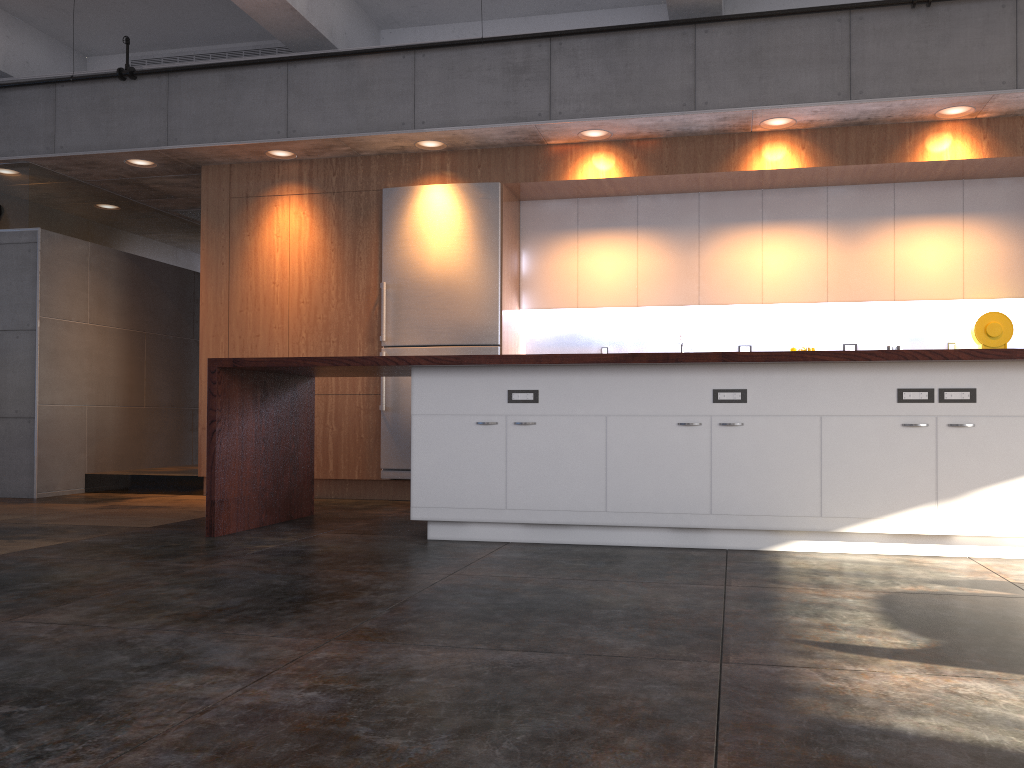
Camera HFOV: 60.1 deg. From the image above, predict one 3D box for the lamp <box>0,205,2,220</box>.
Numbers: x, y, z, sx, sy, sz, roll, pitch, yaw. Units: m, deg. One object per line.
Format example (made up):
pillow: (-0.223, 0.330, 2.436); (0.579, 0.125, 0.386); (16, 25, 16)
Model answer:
lamp: (-4.251, -1.357, 7.218); (0.172, 0.258, 0.211); (0, -2, -5)

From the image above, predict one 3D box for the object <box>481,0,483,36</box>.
object: (2.209, -0.217, 6.680); (0.052, 0.053, 0.062); (2, -2, -39)

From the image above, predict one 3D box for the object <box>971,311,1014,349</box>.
object: (3.460, -0.328, 6.367); (0.272, 0.381, 0.100); (0, -1, 12)

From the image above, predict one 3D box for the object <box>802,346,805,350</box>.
object: (-2.661, -1.312, 7.223); (9.862, 2.164, 0.059); (0, -1, 6)

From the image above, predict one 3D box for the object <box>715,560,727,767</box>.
object: (-0.981, 1.031, 6.176); (26.963, 0.001, 19.930); (0, -2, 13)

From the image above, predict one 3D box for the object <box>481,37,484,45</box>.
object: (2.260, -0.212, 6.706); (0.061, 0.053, 0.052); (0, -2, 20)

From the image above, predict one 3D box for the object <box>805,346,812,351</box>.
object: (2.224, -0.255, 6.648); (0.051, 0.060, 0.058); (-1, -2, 36)

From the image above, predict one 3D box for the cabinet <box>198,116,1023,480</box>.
cabinet: (1.656, -0.498, 7.595); (8.036, 2.561, 2.401); (0, -2, 12)

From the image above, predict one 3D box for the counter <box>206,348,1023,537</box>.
counter: (1.726, 0.352, 4.640); (6.597, 0.971, 1.152); (0, -2, 12)

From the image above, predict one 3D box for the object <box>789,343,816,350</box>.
object: (-3.529, 0.396, 9.526); (12.987, 1.214, 0.964); (-1, -2, 23)

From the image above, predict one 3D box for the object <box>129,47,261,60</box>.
object: (-0.620, -1.552, 7.403); (5.898, 2.866, 0.059); (0, -1, 13)

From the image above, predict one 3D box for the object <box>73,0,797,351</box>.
object: (2.148, -0.257, 6.756); (0.060, 0.059, 0.049); (2, -2, -42)

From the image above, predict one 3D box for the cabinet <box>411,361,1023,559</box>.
cabinet: (2.317, 0.378, 4.504); (5.599, 0.930, 0.930); (0, -2, 12)

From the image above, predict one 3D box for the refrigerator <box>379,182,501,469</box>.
refrigerator: (-0.546, -0.435, 6.881); (0.950, 2.190, 0.221); (0, -1, 9)

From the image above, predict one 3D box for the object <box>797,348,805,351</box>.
object: (-1.210, -1.304, 6.888); (6.851, 2.168, 0.053); (0, -1, 4)

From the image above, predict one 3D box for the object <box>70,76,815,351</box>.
object: (2.262, -0.258, 6.686); (0.053, 0.051, 0.063); (0, -2, 6)

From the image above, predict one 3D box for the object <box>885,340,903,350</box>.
object: (2.912, -0.235, 6.752); (0.143, 0.209, 0.060); (0, -1, 12)
